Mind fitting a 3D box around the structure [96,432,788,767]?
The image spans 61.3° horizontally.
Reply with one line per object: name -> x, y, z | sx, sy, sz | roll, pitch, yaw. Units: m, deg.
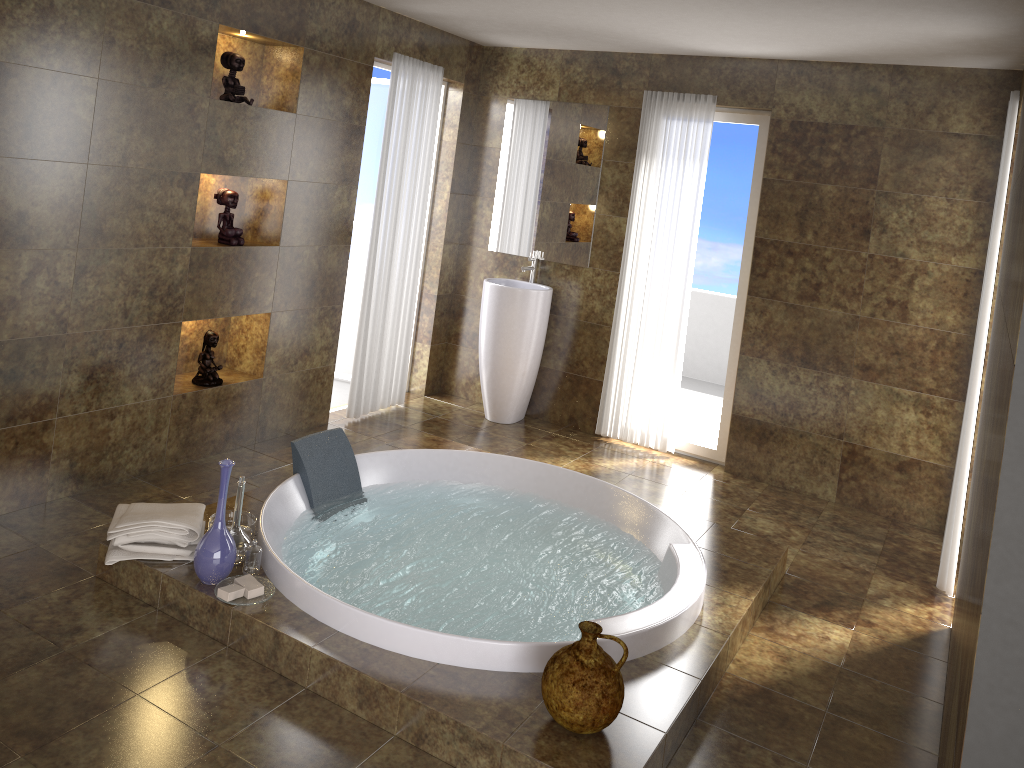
structure -> -0.125, 0.704, 3.467 | 2.042, 0.121, 2.022 | 14, 15, 27

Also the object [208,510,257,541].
object -> -1.046, 0.541, 3.229 | 0.170, 0.074, 0.173 | 9, 12, 9

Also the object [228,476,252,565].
object -> -0.973, 0.477, 3.058 | 0.133, 0.302, 0.129 | 9, 3, 36

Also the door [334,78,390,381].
door -> -1.102, -1.122, 6.240 | 0.971, 2.185, 0.040 | 8, 1, 19

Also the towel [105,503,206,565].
towel -> -1.279, 0.521, 3.123 | 0.319, 0.147, 0.350 | 4, 12, -17

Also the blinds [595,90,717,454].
blinds -> 0.907, -0.726, 5.435 | 0.526, 2.222, 0.067 | 8, 1, 28

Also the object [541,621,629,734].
object -> 0.200, 0.805, 2.391 | 0.230, 0.269, 0.234 | 7, 6, 0

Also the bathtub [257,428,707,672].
bathtub -> -0.126, 0.696, 3.466 | 1.740, 0.511, 1.808 | 0, 14, -30

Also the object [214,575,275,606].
object -> -0.878, 0.684, 2.844 | 0.192, 0.018, 0.193 | 11, 14, 16

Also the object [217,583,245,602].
object -> -0.908, 0.674, 2.793 | 0.054, 0.033, 0.074 | 13, 12, 28

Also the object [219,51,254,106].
object -> -1.387, -1.544, 4.362 | 0.154, 0.262, 0.122 | 9, 4, 28

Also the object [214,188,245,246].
object -> -1.440, -0.855, 4.425 | 0.177, 0.279, 0.111 | 10, 3, 28

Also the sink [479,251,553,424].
sink -> -0.006, -0.319, 5.691 | 0.466, 1.115, 0.436 | 9, 3, 31

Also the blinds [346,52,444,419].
blinds -> -0.713, -0.939, 5.481 | 0.069, 2.233, 0.599 | 8, 1, 27

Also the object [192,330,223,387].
object -> -1.537, -0.139, 4.407 | 0.154, 0.269, 0.151 | 9, 4, 28

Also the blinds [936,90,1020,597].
blinds -> 2.155, -0.213, 3.994 | 0.070, 2.234, 0.483 | 8, 1, 28

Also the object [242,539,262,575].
object -> -0.898, 0.597, 2.998 | 0.057, 0.113, 0.058 | 7, 3, -9

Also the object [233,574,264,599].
object -> -0.868, 0.668, 2.852 | 0.061, 0.031, 0.103 | -4, 16, -45

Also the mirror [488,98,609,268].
mirror -> 0.236, -1.384, 5.875 | 0.780, 1.070, 0.008 | 10, 2, 29

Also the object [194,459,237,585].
object -> -0.984, 0.456, 2.910 | 0.138, 0.412, 0.135 | 9, 2, 36
